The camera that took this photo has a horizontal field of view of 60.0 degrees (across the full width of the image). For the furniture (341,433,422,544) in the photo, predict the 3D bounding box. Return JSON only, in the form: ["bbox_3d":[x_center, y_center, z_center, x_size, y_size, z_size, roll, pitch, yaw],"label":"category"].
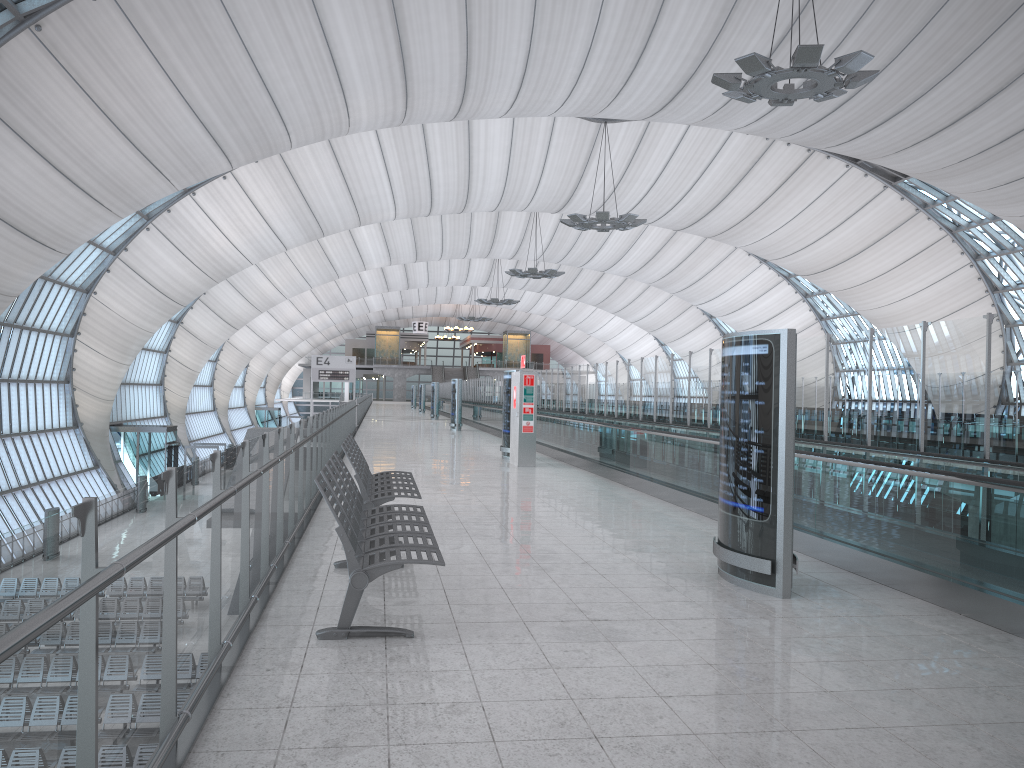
[{"bbox_3d":[-1.330,1.004,8.969,0.713,0.902,2.520,1,-1,-9],"label":"furniture"}]

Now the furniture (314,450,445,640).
[{"bbox_3d":[-0.897,0.981,5.978,0.713,0.902,2.520,1,-1,-9],"label":"furniture"}]

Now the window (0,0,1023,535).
[{"bbox_3d":[-1.365,-2.647,77.526,50.537,20.004,167.818,1,-1,-9],"label":"window"}]
